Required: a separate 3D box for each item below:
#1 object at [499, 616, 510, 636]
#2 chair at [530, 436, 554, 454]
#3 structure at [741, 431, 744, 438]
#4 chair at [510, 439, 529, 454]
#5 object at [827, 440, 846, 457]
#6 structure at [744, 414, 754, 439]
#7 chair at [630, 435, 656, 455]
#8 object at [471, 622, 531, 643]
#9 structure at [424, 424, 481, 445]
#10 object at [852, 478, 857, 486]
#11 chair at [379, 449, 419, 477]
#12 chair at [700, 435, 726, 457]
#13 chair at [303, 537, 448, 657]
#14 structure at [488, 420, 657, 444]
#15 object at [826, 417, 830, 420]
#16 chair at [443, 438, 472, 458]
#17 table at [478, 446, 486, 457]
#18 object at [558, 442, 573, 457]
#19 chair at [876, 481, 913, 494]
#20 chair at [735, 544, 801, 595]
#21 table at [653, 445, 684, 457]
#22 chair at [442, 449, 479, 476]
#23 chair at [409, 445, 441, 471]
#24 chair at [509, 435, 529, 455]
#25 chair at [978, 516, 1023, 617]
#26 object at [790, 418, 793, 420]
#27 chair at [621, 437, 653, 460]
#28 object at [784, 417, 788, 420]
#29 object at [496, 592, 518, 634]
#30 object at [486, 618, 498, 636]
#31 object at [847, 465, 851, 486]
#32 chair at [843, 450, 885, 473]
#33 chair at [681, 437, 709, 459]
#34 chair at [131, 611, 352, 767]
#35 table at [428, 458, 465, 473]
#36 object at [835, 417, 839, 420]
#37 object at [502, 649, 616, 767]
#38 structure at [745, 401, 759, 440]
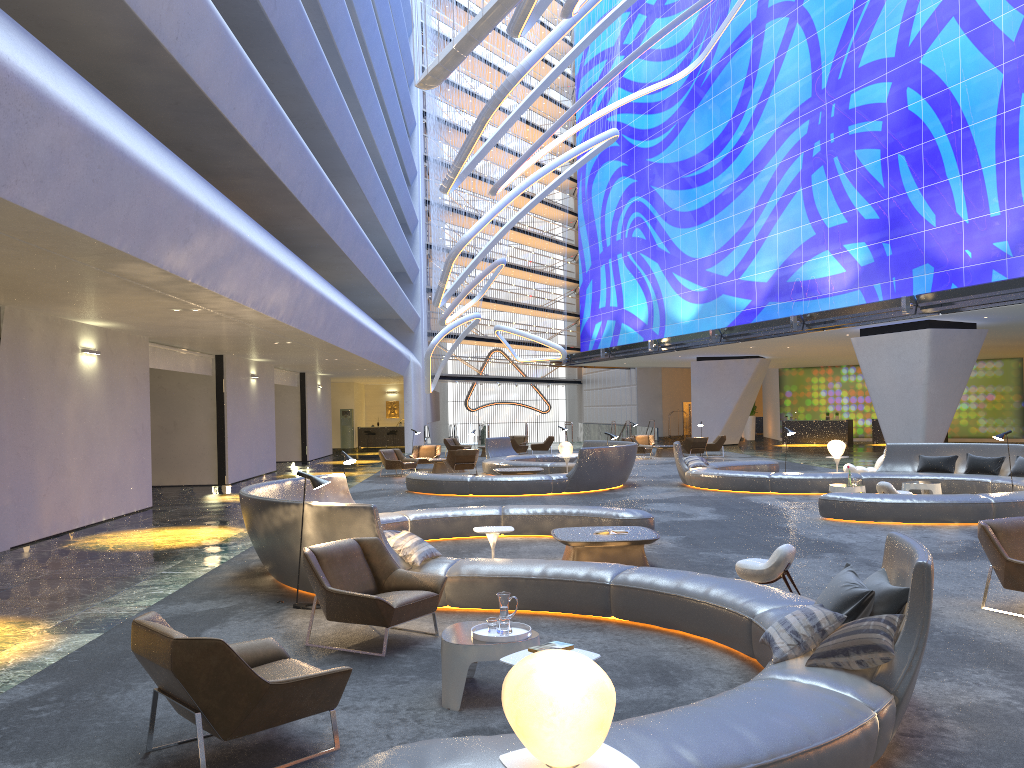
[{"bbox_3d":[-0.048,1.525,5.561,0.071,0.118,0.071,-1,0,-34],"label":"object"},{"bbox_3d":[1.196,2.449,35.052,0.938,0.767,0.929,-1,-1,0],"label":"chair"},{"bbox_3d":[13.240,2.022,50.434,1.022,2.051,0.772,-1,0,10],"label":"structure"},{"bbox_3d":[0.017,2.427,33.481,0.938,0.767,0.930,0,-1,-40],"label":"chair"},{"bbox_3d":[7.360,1.463,20.114,0.367,0.387,0.318,-1,-1,-20],"label":"object"},{"bbox_3d":[12.916,1.972,48.528,0.772,2.051,1.022,-1,0,-31],"label":"structure"},{"bbox_3d":[4.973,2.335,33.739,0.929,0.767,0.939,-1,-1,4],"label":"chair"},{"bbox_3d":[-0.068,1.570,5.616,0.381,0.038,0.381,-1,-2,-10],"label":"object"},{"bbox_3d":[-3.435,6.603,57.016,3.016,8.239,19.835,-1,-1,-2],"label":"structure"},{"bbox_3d":[5.933,1.694,15.338,0.071,0.118,0.151,-1,-1,8],"label":"object"},{"bbox_3d":[-3.272,2.256,25.387,0.939,0.767,0.929,-2,-1,31],"label":"chair"},{"bbox_3d":[7.242,2.240,32.058,0.939,0.767,0.929,-1,-1,7],"label":"chair"},{"bbox_3d":[-1.128,1.677,7.107,0.939,0.767,0.929,-2,-1,31],"label":"chair"},{"bbox_3d":[2.980,6.526,57.673,9.304,8.399,19.739,-1,-1,-2],"label":"structure"},{"bbox_3d":[14.288,1.551,40.108,0.150,0.145,0.150,-2,-1,31],"label":"object"},{"bbox_3d":[-2.146,2.509,34.806,0.939,0.767,0.929,-2,-1,23],"label":"chair"},{"bbox_3d":[-0.697,2.670,35.149,1.203,0.392,1.203,-2,-2,16],"label":"table"},{"bbox_3d":[1.355,1.651,22.386,0.367,0.387,0.318,-1,-1,5],"label":"object"},{"bbox_3d":[6.876,1.888,15.271,1.784,0.501,0.586,0,-1,-38],"label":"chair"},{"bbox_3d":[2.446,1.778,8.492,0.587,0.501,0.491,-2,-1,32],"label":"chair"},{"bbox_3d":[5.758,2.462,32.477,1.203,0.392,1.203,-1,-1,-2],"label":"table"},{"bbox_3d":[-1.409,2.200,24.766,0.929,0.767,0.939,-1,-1,-18],"label":"chair"},{"bbox_3d":[-2.700,2.317,27.858,0.929,0.767,0.939,-1,-1,4],"label":"chair"},{"bbox_3d":[0.167,2.510,36.427,0.929,0.767,0.938,-2,-1,25],"label":"chair"},{"bbox_3d":[4.593,1.576,7.577,0.929,0.767,0.939,-1,-1,-24],"label":"chair"},{"bbox_3d":[12.949,1.624,41.051,0.108,0.108,0.111,-2,-1,32],"label":"object"},{"bbox_3d":[4.401,2.274,31.268,0.939,0.767,0.929,-2,-1,31],"label":"chair"},{"bbox_3d":[12.742,1.612,41.185,0.149,0.150,0.149,-2,-1,32],"label":"object"},{"bbox_3d":[-0.037,1.460,5.656,0.131,0.252,0.103,-1,0,-19],"label":"object"},{"bbox_3d":[-0.123,1.525,5.532,0.071,0.118,0.071,-1,0,-20],"label":"object"},{"bbox_3d":[5.810,1.575,15.242,0.066,0.356,0.076,-1,0,-35],"label":"object"},{"bbox_3d":[7.858,1.797,19.349,1.157,0.882,0.729,-1,-1,17],"label":"chair"},{"bbox_3d":[6.264,2.218,30.646,0.929,0.767,0.939,-1,-1,-18],"label":"chair"},{"bbox_3d":[-1.472,1.616,4.778,0.938,0.767,0.930,0,-1,-42],"label":"chair"},{"bbox_3d":[-1.914,2.444,26.596,1.203,0.392,1.203,-1,-1,-2],"label":"table"},{"bbox_3d":[14.641,1.538,39.903,0.150,0.145,0.150,-2,-1,31],"label":"object"},{"bbox_3d":[0.158,1.116,3.039,0.367,0.387,0.318,-1,-1,-20],"label":"object"},{"bbox_3d":[12.504,1.919,46.430,1.022,2.051,0.773,-1,0,-24],"label":"structure"}]
